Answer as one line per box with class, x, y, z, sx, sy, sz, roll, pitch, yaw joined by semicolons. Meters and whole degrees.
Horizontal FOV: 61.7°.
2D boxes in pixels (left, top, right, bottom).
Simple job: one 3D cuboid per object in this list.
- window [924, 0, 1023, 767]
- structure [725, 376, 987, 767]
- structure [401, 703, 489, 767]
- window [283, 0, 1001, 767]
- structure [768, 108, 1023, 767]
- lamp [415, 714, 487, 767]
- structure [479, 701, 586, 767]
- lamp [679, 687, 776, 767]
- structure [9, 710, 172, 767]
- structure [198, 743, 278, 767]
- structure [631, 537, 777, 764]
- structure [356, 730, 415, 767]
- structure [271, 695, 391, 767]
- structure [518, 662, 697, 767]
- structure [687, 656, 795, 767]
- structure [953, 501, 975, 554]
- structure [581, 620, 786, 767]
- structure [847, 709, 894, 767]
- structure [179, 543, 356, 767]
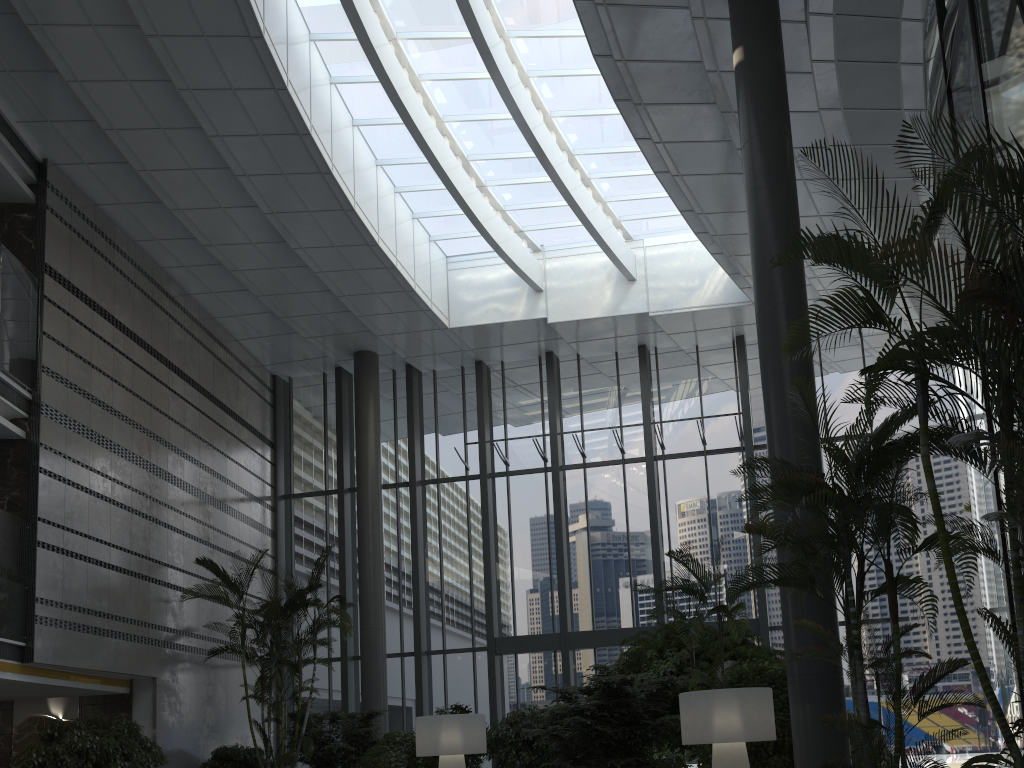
window;6.224;0.603;8.673;4.211;7.521;16.481;-5;-20;10
structure;2.481;1.854;6.093;1.655;3.544;2.150;-2;-12;-6
structure;-0.951;5.610;12.486;1.252;1.868;1.450;-11;-16;34
window;-1.205;0.000;8.765;13.592;9.474;19.894;-10;-21;21
structure;2.663;0.659;4.391;2.454;4.427;2.654;-1;-12;-9
lamp;-0.704;4.775;10.191;0.836;1.589;0.886;-8;-13;26
structure;0.390;5.522;12.361;2.043;1.794;1.723;-17;-20;39
lamp;1.983;3.595;7.725;0.862;1.589;0.860;4;-13;-29
structure;-5.210;5.035;10.624;1.650;1.871;2.132;-14;-20;38
structure;-4.331;6.461;13.588;1.455;1.467;1.154;9;-18;-38
structure;2.097;3.216;8.960;1.417;3.292;1.277;-2;-10;-6
structure;-1.647;6.062;13.053;1.470;1.526;1.657;4;-17;-22
structure;-2.877;6.165;13.967;1.872;2.177;1.968;-1;-15;-6
structure;1.204;4.557;10.696;2.234;2.207;2.488;-2;-16;-4
structure;2.753;4.028;9.384;1.638;2.020;1.599;8;-17;-37
structure;7.261;3.292;11.195;2.454;4.427;2.654;-1;-12;-9
structure;2.527;4.786;12.157;3.767;2.804;3.384;-10;-18;21
structure;3.665;4.472;9.940;1.470;1.526;1.657;4;-17;-22
structure;-3.609;4.678;13.145;2.520;4.428;2.582;-6;-12;15
